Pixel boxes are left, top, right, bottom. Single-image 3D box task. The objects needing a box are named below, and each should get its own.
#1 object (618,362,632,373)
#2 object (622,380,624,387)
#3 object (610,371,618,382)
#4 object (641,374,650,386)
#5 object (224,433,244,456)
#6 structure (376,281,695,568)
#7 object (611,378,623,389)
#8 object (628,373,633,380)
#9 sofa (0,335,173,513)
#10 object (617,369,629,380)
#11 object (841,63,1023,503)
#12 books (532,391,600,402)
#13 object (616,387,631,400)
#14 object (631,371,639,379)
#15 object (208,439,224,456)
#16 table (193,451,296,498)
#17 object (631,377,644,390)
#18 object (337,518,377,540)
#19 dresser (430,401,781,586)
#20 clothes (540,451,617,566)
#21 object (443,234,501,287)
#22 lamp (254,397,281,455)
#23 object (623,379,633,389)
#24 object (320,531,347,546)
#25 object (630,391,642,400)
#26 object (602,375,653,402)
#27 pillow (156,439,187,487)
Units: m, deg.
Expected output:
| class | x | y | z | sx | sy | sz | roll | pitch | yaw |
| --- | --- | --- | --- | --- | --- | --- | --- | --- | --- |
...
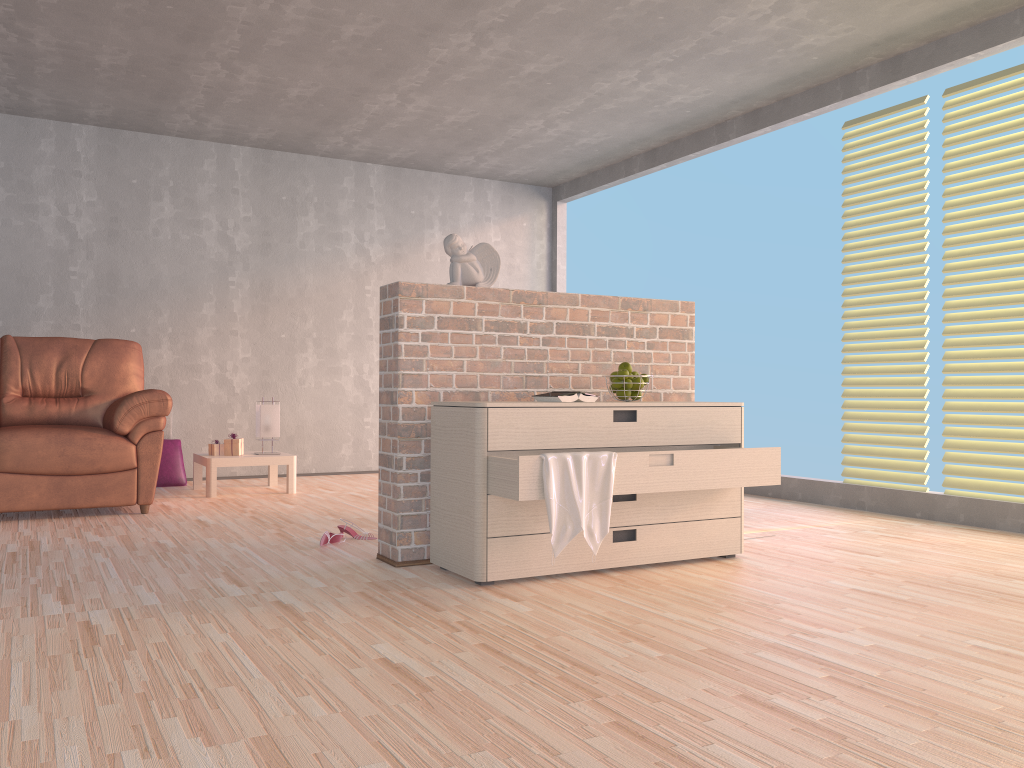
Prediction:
| class | x | y | z | sx | sy | sz | roll | pitch | yaw |
| --- | --- | --- | --- | --- | --- | --- | --- | --- | --- |
| object | 0.449 | -0.059 | 3.515 | 0.054 | 0.056 | 0.054 | 1 | -1 | -29 |
| object | 0.441 | -0.011 | 3.563 | 0.053 | 0.048 | 0.054 | 1 | -1 | -22 |
| object | 0.412 | -0.024 | 3.517 | 0.049 | 0.053 | 0.054 | 0 | -1 | 2 |
| object | 0.520 | -0.017 | 3.502 | 0.047 | 0.047 | 0.046 | 0 | -1 | 9 |
| object | -1.771 | 0.382 | 5.647 | 0.099 | 0.147 | 0.102 | 0 | -1 | 0 |
| structure | 0.147 | 0.155 | 3.702 | 1.422 | 1.057 | 0.211 | 1 | -1 | -29 |
| object | 0.413 | -0.003 | 3.473 | 0.046 | 0.044 | 0.046 | 1 | -1 | -33 |
| object | 0.458 | -0.024 | 3.486 | 0.039 | 0.038 | 0.039 | 0 | -1 | 0 |
| sofa | -2.978 | 0.171 | 4.581 | 2.202 | 0.923 | 0.981 | 1 | -1 | -29 |
| object | 0.433 | -0.036 | 3.456 | 0.046 | 0.045 | 0.046 | 1 | -1 | -29 |
| object | 2.967 | -0.474 | 3.201 | 0.044 | 2.114 | 4.372 | 1 | -1 | -29 |
| books | 0.201 | 0.047 | 3.300 | 0.209 | 0.040 | 0.146 | 1 | -1 | -39 |
| object | 0.439 | 0.035 | 3.487 | 0.060 | 0.055 | 0.059 | 0 | -1 | 16 |
| object | 0.486 | -0.030 | 3.528 | 0.043 | 0.043 | 0.039 | 1 | -1 | -43 |
| object | -1.865 | 0.405 | 5.676 | 0.080 | 0.105 | 0.152 | 0 | -1 | 30 |
| table | -1.737 | 0.576 | 5.745 | 0.548 | 0.241 | 0.548 | 1 | -1 | -29 |
| object | 0.489 | -0.001 | 3.472 | 0.057 | 0.057 | 0.057 | 0 | -1 | 4 |
| object | -0.685 | 0.641 | 3.917 | 0.188 | 0.085 | 0.069 | 0 | -1 | 10 |
| dresser | 0.584 | 0.376 | 3.412 | 1.686 | 0.612 | 0.605 | 1 | -1 | -29 |
| clothes | 0.215 | 0.404 | 2.880 | 0.325 | 0.369 | 0.097 | 1 | -1 | -28 |
| object | -0.170 | -0.484 | 3.528 | 0.216 | 0.218 | 0.131 | 1 | -1 | -30 |
| lamp | -1.593 | 0.273 | 5.781 | 0.140 | 0.376 | 0.140 | 1 | -1 | -29 |
| object | 0.452 | 0.000 | 3.453 | 0.038 | 0.040 | 0.039 | 1 | -1 | -20 |
| object | -0.759 | 0.649 | 3.751 | 0.078 | 0.066 | 0.192 | 0 | -1 | 7 |
| object | 0.490 | 0.041 | 3.510 | 0.046 | 0.048 | 0.048 | 1 | -1 | -40 |
| object | 0.457 | 0.019 | 3.511 | 0.202 | 0.104 | 0.202 | 1 | -1 | -35 |
| pillow | -2.404 | 0.541 | 6.043 | 0.327 | 0.326 | 0.241 | 1 | -1 | -35 |
